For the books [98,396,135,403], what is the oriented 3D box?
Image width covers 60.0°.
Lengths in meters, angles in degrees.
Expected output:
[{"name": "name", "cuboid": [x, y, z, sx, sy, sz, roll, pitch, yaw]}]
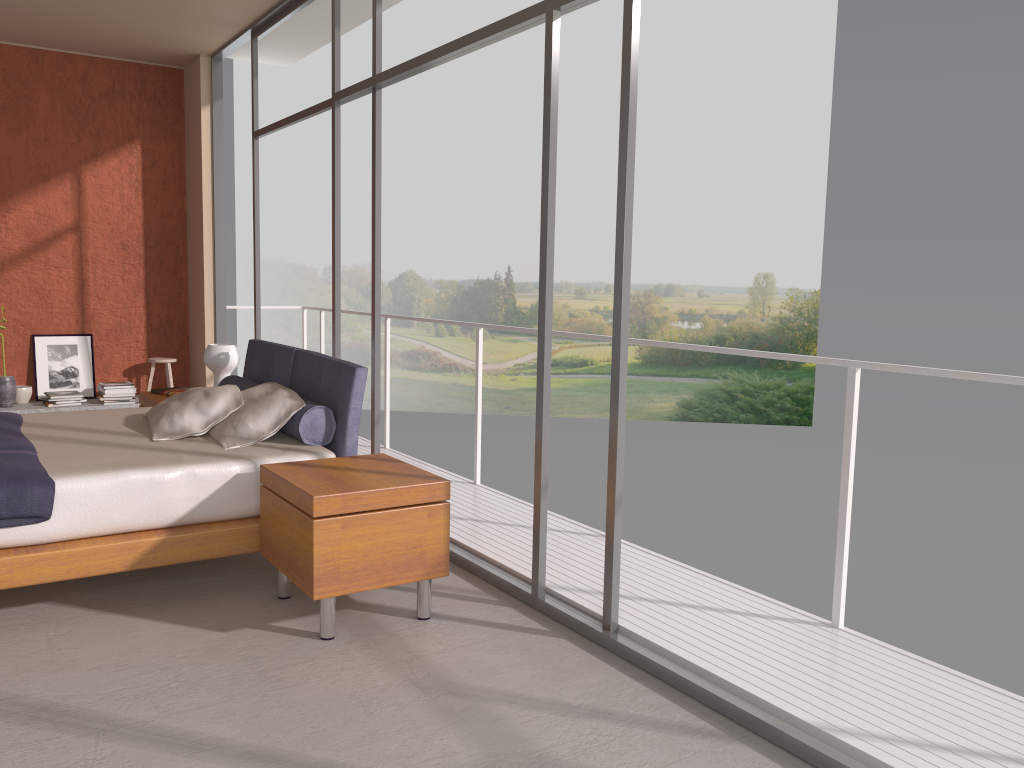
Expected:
[{"name": "books", "cuboid": [-3.323, 0.124, 7.461, 0.247, 0.018, 0.287, -3, 8, -33]}]

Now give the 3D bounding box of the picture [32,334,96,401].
[{"name": "picture", "cuboid": [-3.782, -0.143, 7.497, 0.458, 0.550, 0.117, -3, 8, -33]}]

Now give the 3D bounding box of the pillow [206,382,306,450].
[{"name": "pillow", "cuboid": [-1.307, 0.147, 4.390, 0.400, 0.265, 0.791, -3, 8, -30]}]

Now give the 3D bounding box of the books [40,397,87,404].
[{"name": "books", "cuboid": [-3.675, 0.129, 7.269, 0.328, 0.018, 0.247, 7, 9, 41]}]

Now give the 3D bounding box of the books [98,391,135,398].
[{"name": "books", "cuboid": [-3.319, 0.076, 7.450, 0.247, 0.027, 0.328, -3, 8, -31]}]

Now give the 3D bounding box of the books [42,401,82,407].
[{"name": "books", "cuboid": [-3.682, 0.153, 7.257, 0.247, 0.025, 0.287, -4, 8, -36]}]

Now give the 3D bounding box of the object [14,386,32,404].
[{"name": "object", "cuboid": [-4.022, 0.091, 7.249, 0.179, 0.137, 0.180, -1, 7, -20]}]

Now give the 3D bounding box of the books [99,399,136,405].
[{"name": "books", "cuboid": [-3.321, 0.142, 7.458, 0.247, 0.018, 0.328, -3, 8, -31]}]

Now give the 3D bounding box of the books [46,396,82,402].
[{"name": "books", "cuboid": [-3.664, 0.108, 7.256, 0.247, 0.025, 0.287, -3, 8, -30]}]

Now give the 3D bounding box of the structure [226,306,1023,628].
[{"name": "structure", "cuboid": [-0.117, 0.218, 4.738, 0.728, 1.005, 7.689, -3, 8, -33]}]

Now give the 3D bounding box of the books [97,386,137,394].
[{"name": "books", "cuboid": [-3.318, 0.044, 7.447, 0.247, 0.038, 0.319, -3, 8, -35]}]

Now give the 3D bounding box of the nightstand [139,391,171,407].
[{"name": "nightstand", "cuboid": [-2.082, 0.349, 5.818, 0.562, 0.556, 0.628, -3, 8, -33]}]

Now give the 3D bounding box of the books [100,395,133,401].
[{"name": "books", "cuboid": [-3.313, 0.106, 7.436, 0.247, 0.025, 0.287, -1, 7, -22]}]

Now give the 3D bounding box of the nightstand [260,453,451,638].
[{"name": "nightstand", "cuboid": [-0.652, 0.633, 3.617, 0.562, 0.556, 0.628, -3, 8, -33]}]

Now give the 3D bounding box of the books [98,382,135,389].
[{"name": "books", "cuboid": [-3.321, 0.012, 7.448, 0.247, 0.025, 0.287, -3, 8, -33]}]

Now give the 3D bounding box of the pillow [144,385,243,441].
[{"name": "pillow", "cuboid": [-1.656, 0.126, 4.589, 0.431, 0.264, 0.869, -2, 7, -25]}]

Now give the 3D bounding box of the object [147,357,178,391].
[{"name": "object", "cuboid": [-3.046, -0.050, 7.779, 0.260, 0.349, 0.257, 4, 7, 26]}]

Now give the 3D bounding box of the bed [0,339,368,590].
[{"name": "bed", "cuboid": [-2.164, 0.339, 4.201, 2.462, 0.959, 2.017, -3, 8, -33]}]

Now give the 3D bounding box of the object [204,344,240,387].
[{"name": "object", "cuboid": [-1.858, -0.085, 5.689, 0.224, 0.338, 0.224, -1, 7, -21]}]

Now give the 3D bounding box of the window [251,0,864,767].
[{"name": "window", "cuboid": [-0.328, -0.720, 4.247, 0.075, 3.133, 6.106, -3, 8, -33]}]

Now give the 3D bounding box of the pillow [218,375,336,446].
[{"name": "pillow", "cuboid": [-1.286, 0.119, 4.727, 0.205, 0.201, 1.470, -3, 8, -33]}]

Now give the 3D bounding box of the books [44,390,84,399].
[{"name": "books", "cuboid": [-3.667, 0.087, 7.257, 0.247, 0.018, 0.328, -4, 8, -36]}]

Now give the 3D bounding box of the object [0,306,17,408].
[{"name": "object", "cuboid": [-4.020, -0.219, 7.007, 0.165, 0.810, 0.165, 0, 7, -9]}]

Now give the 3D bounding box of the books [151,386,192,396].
[{"name": "books", "cuboid": [-2.189, 0.050, 5.844, 0.287, 0.025, 0.247, 6, 8, 37]}]
